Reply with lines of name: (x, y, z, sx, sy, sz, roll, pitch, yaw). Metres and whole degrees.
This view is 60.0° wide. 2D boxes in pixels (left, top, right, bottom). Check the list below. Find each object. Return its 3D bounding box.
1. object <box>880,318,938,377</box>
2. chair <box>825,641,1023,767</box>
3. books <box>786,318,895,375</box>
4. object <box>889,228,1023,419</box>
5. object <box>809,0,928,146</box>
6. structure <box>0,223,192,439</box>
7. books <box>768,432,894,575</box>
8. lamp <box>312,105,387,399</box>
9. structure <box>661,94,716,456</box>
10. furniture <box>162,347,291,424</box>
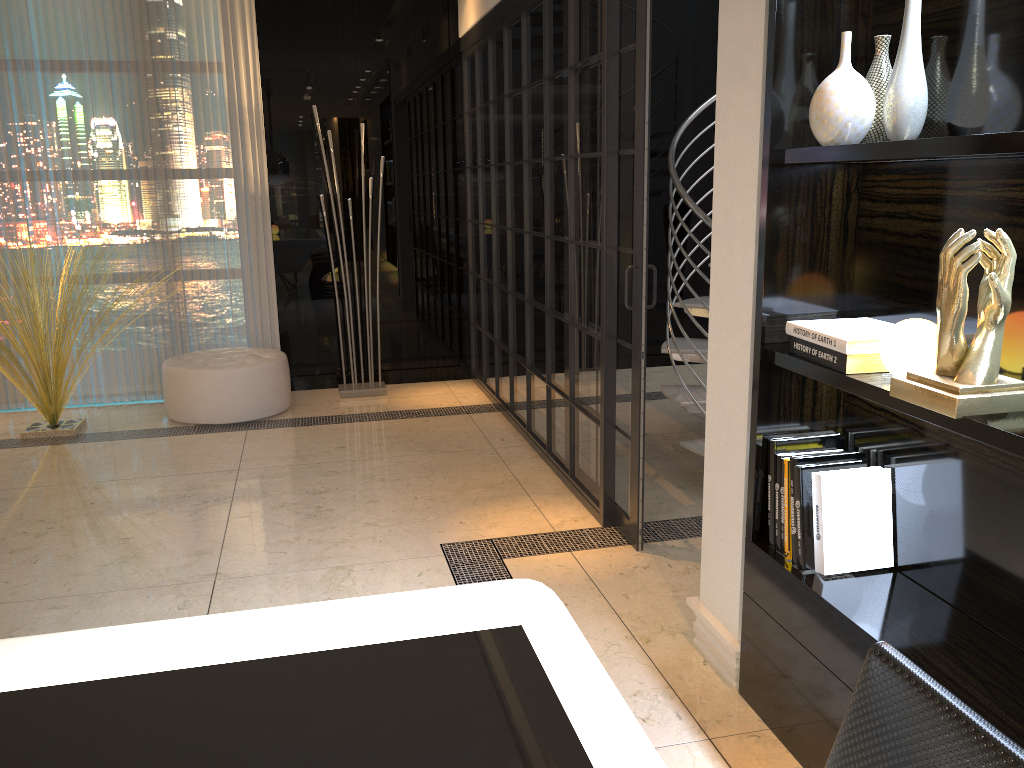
object: (0.794, -0.067, 1.748, 0.125, 0.125, 0.125, 5, 14, 26)
chair: (0.208, 0.734, 0.830, 0.496, 0.858, 0.523, -4, 13, -13)
books: (0.763, -0.088, 1.960, 0.209, 0.073, 0.266, -3, 13, -9)
object: (0.811, -0.117, 1.565, 0.177, 0.311, 0.177, -4, 13, -13)
object: (0.726, -0.690, 1.814, 0.210, 0.395, 0.180, -3, 13, -10)
structure: (-2.569, -0.255, 4.750, 1.282, 1.142, 1.275, 7, 15, 32)
books: (0.751, 0.282, 2.111, 0.210, 0.270, 0.236, -4, 13, -13)
lamp: (-0.989, -0.813, 5.595, 0.418, 1.801, 0.200, -4, 13, -13)
structure: (1.438, -1.821, 4.579, 1.964, 4.134, 3.425, -4, 13, -13)
furniture: (-1.714, -0.004, 5.346, 0.735, 0.357, 0.735, -12, 17, -40)
